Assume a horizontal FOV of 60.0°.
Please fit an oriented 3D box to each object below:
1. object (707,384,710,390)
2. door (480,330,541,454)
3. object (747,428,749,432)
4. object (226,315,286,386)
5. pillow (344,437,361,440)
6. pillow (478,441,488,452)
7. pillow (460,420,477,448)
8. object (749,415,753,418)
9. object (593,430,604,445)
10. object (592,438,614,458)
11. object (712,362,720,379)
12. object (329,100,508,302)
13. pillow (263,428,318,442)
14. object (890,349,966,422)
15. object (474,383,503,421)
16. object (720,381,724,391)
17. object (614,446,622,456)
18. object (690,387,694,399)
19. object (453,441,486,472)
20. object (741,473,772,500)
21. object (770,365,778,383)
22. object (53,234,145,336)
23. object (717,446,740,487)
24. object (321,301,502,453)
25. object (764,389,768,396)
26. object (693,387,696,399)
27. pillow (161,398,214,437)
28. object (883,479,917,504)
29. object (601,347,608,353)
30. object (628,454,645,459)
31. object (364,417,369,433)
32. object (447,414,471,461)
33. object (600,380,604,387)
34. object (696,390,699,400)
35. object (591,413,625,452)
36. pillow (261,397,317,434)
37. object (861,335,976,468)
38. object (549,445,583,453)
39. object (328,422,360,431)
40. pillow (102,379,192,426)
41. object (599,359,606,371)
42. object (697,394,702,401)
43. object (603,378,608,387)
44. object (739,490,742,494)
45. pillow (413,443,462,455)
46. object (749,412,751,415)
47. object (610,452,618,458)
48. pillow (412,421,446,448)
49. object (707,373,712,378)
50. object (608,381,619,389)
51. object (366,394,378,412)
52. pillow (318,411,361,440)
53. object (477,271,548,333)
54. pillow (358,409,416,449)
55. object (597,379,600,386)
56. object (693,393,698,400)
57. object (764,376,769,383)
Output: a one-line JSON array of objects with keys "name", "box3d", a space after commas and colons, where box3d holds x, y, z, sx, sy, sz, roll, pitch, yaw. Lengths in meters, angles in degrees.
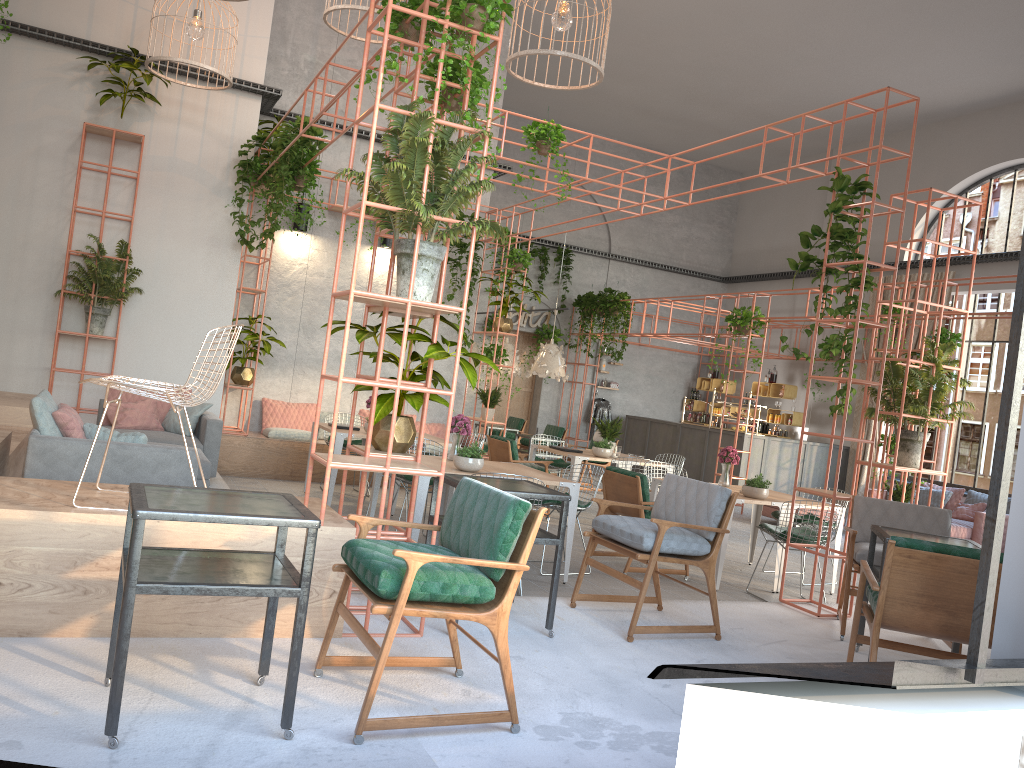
[{"name": "object", "box3d": [4.472, 0.084, 19.991, 0.123, 0.142, 0.141, 8, 0, -24]}, {"name": "door", "box3d": [-0.256, 0.166, 19.680, 1.360, 2.729, 0.551, 8, 0, -24]}, {"name": "object", "box3d": [4.350, 0.841, 16.559, 0.240, 0.104, 0.073, 8, 0, -43]}, {"name": "object", "box3d": [-3.326, -0.440, 11.123, 0.934, 0.919, 0.903, 8, 0, 37]}, {"name": "pillow", "box3d": [-1.926, 0.785, 11.931, 0.637, 0.149, 0.491, 8, 0, -23]}, {"name": "pillow", "box3d": [-0.487, 0.978, 13.820, 0.491, 0.149, 0.637, 8, 0, -23]}, {"name": "pillow", "box3d": [-0.801, 0.749, 13.547, 0.276, 0.474, 0.839, 8, 0, -34]}, {"name": "object", "box3d": [4.424, 0.593, 16.524, 0.152, 0.058, 0.095, 8, 0, -34]}, {"name": "object", "box3d": [1.161, 0.746, 11.443, 0.241, 0.313, 0.241, 8, 0, 21]}, {"name": "object", "box3d": [1.090, 0.761, 10.684, 0.248, 0.247, 0.254, 8, 0, -24]}, {"name": "object", "box3d": [4.617, -0.304, 20.040, 0.134, 0.386, 0.134, 8, 0, 9]}, {"name": "object", "box3d": [-0.453, -0.981, 4.705, 0.894, 1.101, 0.900, 8, 0, 30]}, {"name": "pillow", "box3d": [-2.873, 0.659, 11.498, 0.637, 0.149, 0.491, 8, 0, -23]}, {"name": "object", "box3d": [5.194, 0.016, 11.137, 0.923, 0.946, 0.924, 8, 0, 32]}, {"name": "object", "box3d": [-0.331, 0.255, 12.572, 0.438, 0.527, 0.368, 8, 0, -24]}, {"name": "object", "box3d": [4.691, 0.053, 19.671, 0.137, 0.261, 0.137, 8, 0, 12]}, {"name": "object", "box3d": [1.357, 0.857, 11.391, 0.095, 0.119, 0.095, 8, 0, 0]}, {"name": "object", "box3d": [4.170, 0.212, 20.534, 0.066, 0.291, 0.066, 8, 0, 35]}, {"name": "object", "box3d": [-0.338, 0.569, 7.028, 0.247, 0.247, 0.252, 8, 0, -25]}, {"name": "object", "box3d": [2.243, 0.937, 8.158, 0.247, 0.247, 0.252, 8, 0, -25]}, {"name": "object", "box3d": [5.403, -0.201, 18.291, 0.134, 0.386, 0.134, 8, 0, -36]}, {"name": "object", "box3d": [-4.598, -1.097, 9.920, 0.894, 1.097, 0.900, 8, 0, 5]}, {"name": "object", "box3d": [2.176, 0.832, 8.952, 0.213, 0.414, 0.225, 8, 0, -32]}, {"name": "object", "box3d": [-0.586, -0.055, 5.148, 0.934, 0.923, 0.903, 8, 0, 32]}, {"name": "object", "box3d": [5.258, 0.187, 18.242, 0.123, 0.142, 0.141, 8, 0, -24]}, {"name": "object", "box3d": [4.239, 0.221, 20.567, 0.066, 0.291, 0.066, 8, 0, -18]}, {"name": "pillow", "box3d": [-3.335, 0.334, 8.995, 0.495, 0.349, 0.308, 8, 0, 25]}, {"name": "object", "box3d": [4.900, 1.456, 11.188, 0.438, 0.527, 0.368, 8, 0, -24]}, {"name": "object", "box3d": [2.065, -0.763, 19.767, 0.133, 0.145, 0.133, 8, 0, 27]}, {"name": "object", "box3d": [1.591, 0.928, 11.375, 0.218, 0.041, 0.218, 8, 0, -16]}, {"name": "object", "box3d": [-1.458, 0.422, 9.518, 0.248, 0.247, 0.254, 8, 0, -24]}, {"name": "object", "box3d": [-0.468, 0.468, 7.741, 0.213, 0.414, 0.225, 8, 0, -32]}, {"name": "object", "box3d": [2.010, -0.018, 19.789, 0.063, 0.151, 0.063, 8, 0, -38]}, {"name": "object", "box3d": [4.314, 0.231, 20.598, 0.066, 0.291, 0.066, 8, 0, 15]}, {"name": "object", "box3d": [1.204, 0.633, 11.118, 0.438, 0.527, 0.368, 8, 0, -24]}, {"name": "pillow", "box3d": [-2.955, 0.460, 11.913, 0.839, 0.474, 0.276, 8, 0, -34]}, {"name": "object", "box3d": [3.428, 0.156, 7.519, 0.894, 1.100, 0.900, 8, 0, 5]}, {"name": "object", "box3d": [0.671, 0.814, 11.065, 0.268, 0.031, 0.427, 8, 0, -24]}, {"name": "object", "box3d": [-1.878, 0.475, 9.898, 0.268, 0.031, 0.427, 8, 0, -24]}, {"name": "pillow", "box3d": [-3.761, 0.231, 9.151, 0.836, 0.476, 0.273, 8, 0, -24]}, {"name": "object", "box3d": [2.028, -0.462, 19.776, 0.136, 0.336, 0.145, 8, 0, -10]}, {"name": "object", "box3d": [4.336, 0.307, 20.497, 0.115, 0.147, 0.115, 8, 0, 20]}, {"name": "object", "box3d": [2.088, -0.034, 19.832, 0.081, 0.204, 0.081, 8, 0, -24]}, {"name": "object", "box3d": [2.228, 1.020, 8.452, 0.115, 0.073, 0.115, 8, 0, -30]}, {"name": "pillow", "box3d": [-1.008, 0.907, 12.351, 0.637, 0.149, 0.491, 8, 0, -23]}, {"name": "object", "box3d": [4.362, 0.556, 16.472, 0.142, 0.087, 0.094, 8, 0, -17]}, {"name": "object", "box3d": [1.254, 0.872, 10.937, 0.115, 0.078, 0.115, 8, 0, -19]}, {"name": "pillow", "box3d": [-1.215, 0.740, 12.689, 0.666, 0.385, 0.289, 8, 0, -29]}, {"name": "object", "box3d": [4.458, -0.192, 20.009, 0.088, 0.123, 0.088, 8, 0, 32]}, {"name": "object", "box3d": [2.277, 0.024, 19.921, 0.219, 0.149, 0.129, 8, 0, -24]}, {"name": "object", "box3d": [-1.591, 0.321, 10.236, 0.213, 0.414, 0.225, 8, 0, -32]}, {"name": "pillow", "box3d": [-2.372, 0.587, 12.159, 0.666, 0.385, 0.289, 8, 0, -29]}, {"name": "object", "box3d": [-0.011, -1.183, 12.541, 0.934, 0.947, 0.903, 8, 0, 27]}, {"name": "pillow", "box3d": [-1.781, 0.617, 12.403, 0.839, 0.474, 0.276, 8, 0, -4]}, {"name": "object", "box3d": [1.944, -0.033, 19.781, 0.055, 0.164, 0.092, 8, 0, -6]}, {"name": "object", "box3d": [4.218, 0.291, 20.443, 0.115, 0.147, 0.115, 8, 0, 20]}, {"name": "object", "box3d": [5.245, -0.089, 18.260, 0.088, 0.123, 0.088, 8, 0, 32]}]
